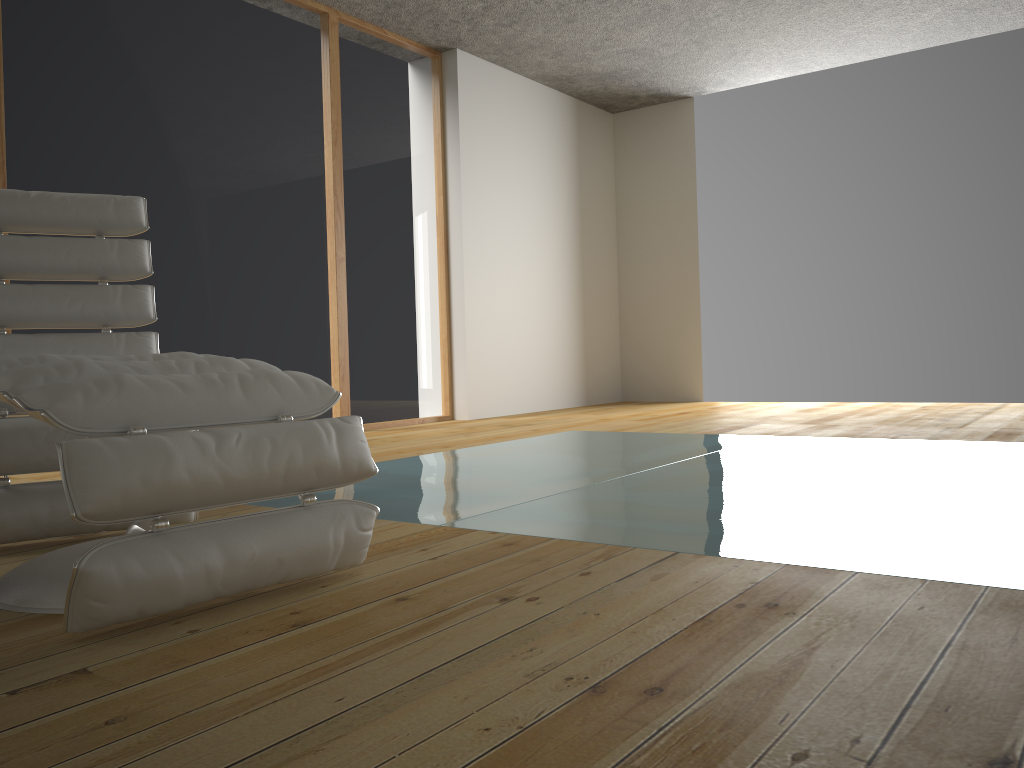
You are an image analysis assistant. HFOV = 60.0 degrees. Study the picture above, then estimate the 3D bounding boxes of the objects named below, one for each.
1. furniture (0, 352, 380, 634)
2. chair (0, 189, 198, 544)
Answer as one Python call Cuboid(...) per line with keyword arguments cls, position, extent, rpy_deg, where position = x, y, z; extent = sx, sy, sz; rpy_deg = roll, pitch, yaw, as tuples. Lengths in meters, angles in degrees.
Cuboid(cls="furniture", position=(-0.684, 0.155, 1.705), extent=(0.686, 0.439, 0.570), rpy_deg=(-1, 2, 42))
Cuboid(cls="chair", position=(-1.236, -0.114, 2.423), extent=(0.570, 0.969, 0.914), rpy_deg=(-2, 1, -30))
